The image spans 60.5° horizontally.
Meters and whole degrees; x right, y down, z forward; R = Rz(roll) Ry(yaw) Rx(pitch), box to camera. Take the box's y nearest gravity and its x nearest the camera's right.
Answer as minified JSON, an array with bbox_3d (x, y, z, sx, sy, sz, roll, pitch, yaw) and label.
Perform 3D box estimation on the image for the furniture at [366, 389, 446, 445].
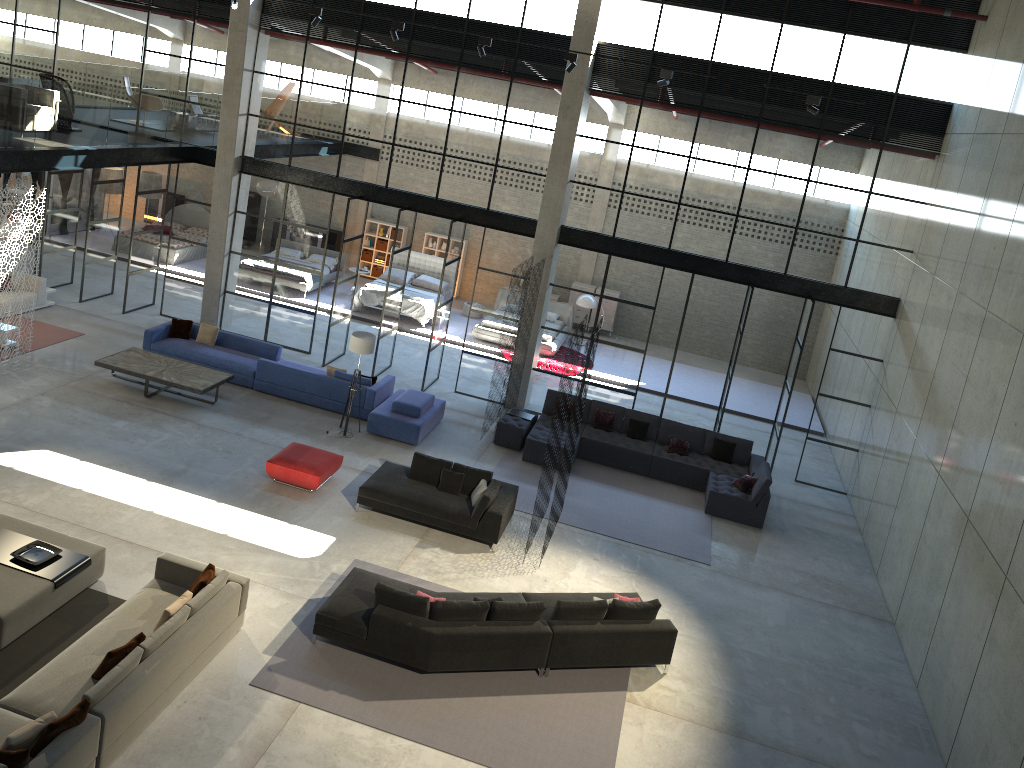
[{"bbox_3d":[-1.850,0.472,15.696,0.954,0.539,1.579,14,17,10],"label":"furniture"}]

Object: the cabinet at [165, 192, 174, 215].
[{"bbox_3d":[-10.922,-5.435,27.544,1.047,1.131,0.460,14,12,11],"label":"cabinet"}]

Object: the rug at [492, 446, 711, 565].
[{"bbox_3d":[1.458,1.842,14.432,3.648,0.019,2.719,14,18,10],"label":"rug"}]

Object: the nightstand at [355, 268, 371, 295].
[{"bbox_3d":[-4.159,-2.736,23.698,0.598,0.681,0.623,7,15,-17],"label":"nightstand"}]

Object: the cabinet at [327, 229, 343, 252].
[{"bbox_3d":[-6.254,-4.258,26.669,2.093,1.130,0.460,14,12,11],"label":"cabinet"}]

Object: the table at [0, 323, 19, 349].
[{"bbox_3d":[-9.614,-0.961,15.960,1.208,0.360,0.308,14,14,11],"label":"table"}]

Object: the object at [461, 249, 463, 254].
[{"bbox_3d":[-1.477,-3.867,25.622,0.144,0.134,0.143,19,16,27],"label":"object"}]

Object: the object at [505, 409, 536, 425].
[{"bbox_3d":[0.159,0.603,16.152,0.522,0.097,0.307,16,18,15],"label":"object"}]

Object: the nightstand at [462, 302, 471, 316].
[{"bbox_3d":[-1.051,-2.009,23.912,0.581,0.291,0.493,13,16,7],"label":"nightstand"}]

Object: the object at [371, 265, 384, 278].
[{"bbox_3d":[-3.977,-3.352,26.229,0.325,0.289,0.332,14,15,10],"label":"object"}]

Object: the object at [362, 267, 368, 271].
[{"bbox_3d":[-3.965,-3.113,23.689,0.167,0.088,0.174,2,18,-27],"label":"object"}]

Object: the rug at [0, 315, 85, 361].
[{"bbox_3d":[-10.080,-0.804,15.794,2.661,0.019,3.728,14,18,10],"label":"rug"}]

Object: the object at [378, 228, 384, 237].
[{"bbox_3d":[-3.865,-4.486,25.950,0.154,0.241,0.158,11,13,2],"label":"object"}]

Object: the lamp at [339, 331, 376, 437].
[{"bbox_3d":[-2.674,0.031,14.797,0.431,1.698,0.684,12,12,7],"label":"lamp"}]

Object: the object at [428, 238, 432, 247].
[{"bbox_3d":[-2.404,-4.166,25.789,0.094,0.255,0.098,5,13,-28],"label":"object"}]

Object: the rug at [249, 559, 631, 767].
[{"bbox_3d":[-0.563,3.051,9.594,3.648,0.019,2.719,14,18,10],"label":"rug"}]

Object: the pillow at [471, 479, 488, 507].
[{"bbox_3d":[-0.458,1.550,12.467,0.207,0.307,0.353,8,15,-11],"label":"pillow"}]

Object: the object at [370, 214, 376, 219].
[{"bbox_3d":[-4.141,-4.989,26.186,0.234,0.147,0.054,13,12,9],"label":"object"}]

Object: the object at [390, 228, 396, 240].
[{"bbox_3d":[-3.363,-4.408,25.933,0.325,0.289,0.332,14,15,10],"label":"object"}]

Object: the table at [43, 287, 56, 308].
[{"bbox_3d":[-10.114,-1.890,18.492,0.906,0.360,0.308,14,14,11],"label":"table"}]

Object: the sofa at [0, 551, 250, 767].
[{"bbox_3d":[-3.596,2.487,8.416,1.059,0.702,2.400,14,18,9],"label":"sofa"}]

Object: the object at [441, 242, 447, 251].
[{"bbox_3d":[-1.954,-4.016,25.624,0.165,0.244,0.171,2,16,-34],"label":"object"}]

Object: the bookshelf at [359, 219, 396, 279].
[{"bbox_3d":[-3.862,-3.932,26.133,1.247,1.712,0.337,14,11,11],"label":"bookshelf"}]

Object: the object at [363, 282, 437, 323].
[{"bbox_3d":[-2.910,-2.103,22.461,2.297,0.642,0.667,15,15,14],"label":"object"}]

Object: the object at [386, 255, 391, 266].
[{"bbox_3d":[-3.522,-3.645,26.079,0.325,0.289,0.332,14,15,10],"label":"object"}]

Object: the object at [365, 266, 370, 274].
[{"bbox_3d":[-4.347,-3.412,26.285,0.139,0.229,0.143,0,17,-42],"label":"object"}]

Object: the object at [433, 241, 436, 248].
[{"bbox_3d":[-2.265,-4.081,25.715,0.102,0.198,0.100,20,15,38],"label":"object"}]

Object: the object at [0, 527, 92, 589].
[{"bbox_3d":[-5.334,1.818,9.428,1.481,0.084,0.550,14,18,11],"label":"object"}]

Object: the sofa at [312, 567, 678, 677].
[{"bbox_3d":[-0.169,2.703,9.977,4.050,0.548,1.524,7,17,-10],"label":"sofa"}]

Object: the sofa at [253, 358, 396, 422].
[{"bbox_3d":[-3.451,-0.075,16.277,2.349,0.704,1.081,14,16,11],"label":"sofa"}]

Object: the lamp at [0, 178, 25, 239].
[{"bbox_3d":[-9.229,-3.268,16.277,0.445,1.072,0.447,15,12,19],"label":"lamp"}]

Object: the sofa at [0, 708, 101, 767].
[{"bbox_3d":[-4.609,2.790,6.911,2.349,0.704,1.081,14,16,11],"label":"sofa"}]

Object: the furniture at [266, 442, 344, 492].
[{"bbox_3d":[-3.084,1.229,13.069,0.859,0.366,0.878,14,17,10],"label":"furniture"}]

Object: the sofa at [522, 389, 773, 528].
[{"bbox_3d":[2.393,1.211,15.517,4.174,0.847,1.874,14,17,11],"label":"sofa"}]

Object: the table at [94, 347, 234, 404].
[{"bbox_3d":[-6.064,-0.090,15.320,2.075,0.389,1.054,14,17,11],"label":"table"}]

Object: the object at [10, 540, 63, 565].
[{"bbox_3d":[-5.078,1.812,9.374,0.389,0.035,0.395,15,18,13],"label":"object"}]

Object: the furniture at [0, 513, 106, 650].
[{"bbox_3d":[-5.412,2.033,9.254,1.456,0.388,1.579,14,18,10],"label":"furniture"}]

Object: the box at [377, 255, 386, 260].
[{"bbox_3d":[-3.890,-3.772,26.202,0.214,0.106,0.135,14,15,10],"label":"box"}]

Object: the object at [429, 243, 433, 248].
[{"bbox_3d":[-2.375,-4.065,25.674,0.111,0.152,0.111,16,14,21],"label":"object"}]

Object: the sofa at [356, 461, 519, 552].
[{"bbox_3d":[-1.060,1.647,12.669,2.118,0.547,1.110,14,17,11],"label":"sofa"}]

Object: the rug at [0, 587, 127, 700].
[{"bbox_3d":[-5.514,2.471,8.492,3.648,0.019,2.719,14,18,10],"label":"rug"}]

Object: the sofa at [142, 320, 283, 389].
[{"bbox_3d":[-5.706,-0.599,16.750,2.349,0.589,1.082,14,17,11],"label":"sofa"}]

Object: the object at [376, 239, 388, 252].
[{"bbox_3d":[-3.818,-4.127,26.081,0.325,0.289,0.332,14,15,10],"label":"object"}]

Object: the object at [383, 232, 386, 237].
[{"bbox_3d":[-3.787,-4.460,26.097,0.184,0.128,0.192,3,17,-25],"label":"object"}]

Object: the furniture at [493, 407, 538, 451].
[{"bbox_3d":[0.082,0.811,16.051,0.513,0.442,0.982,15,17,14],"label":"furniture"}]

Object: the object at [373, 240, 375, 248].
[{"bbox_3d":[-4.096,-4.171,26.172,0.083,0.222,0.081,21,15,40],"label":"object"}]

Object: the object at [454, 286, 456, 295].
[{"bbox_3d":[-1.784,-2.799,25.807,0.325,0.289,0.332,14,15,10],"label":"object"}]

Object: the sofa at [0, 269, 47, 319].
[{"bbox_3d":[-10.363,-1.708,17.321,0.947,0.650,2.205,14,18,9],"label":"sofa"}]

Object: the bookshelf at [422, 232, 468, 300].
[{"bbox_3d":[-2.059,-3.474,25.779,1.247,1.712,0.337,14,11,11],"label":"bookshelf"}]

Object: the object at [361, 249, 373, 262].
[{"bbox_3d":[-4.279,-3.835,26.232,0.325,0.289,0.332,14,15,10],"label":"object"}]
